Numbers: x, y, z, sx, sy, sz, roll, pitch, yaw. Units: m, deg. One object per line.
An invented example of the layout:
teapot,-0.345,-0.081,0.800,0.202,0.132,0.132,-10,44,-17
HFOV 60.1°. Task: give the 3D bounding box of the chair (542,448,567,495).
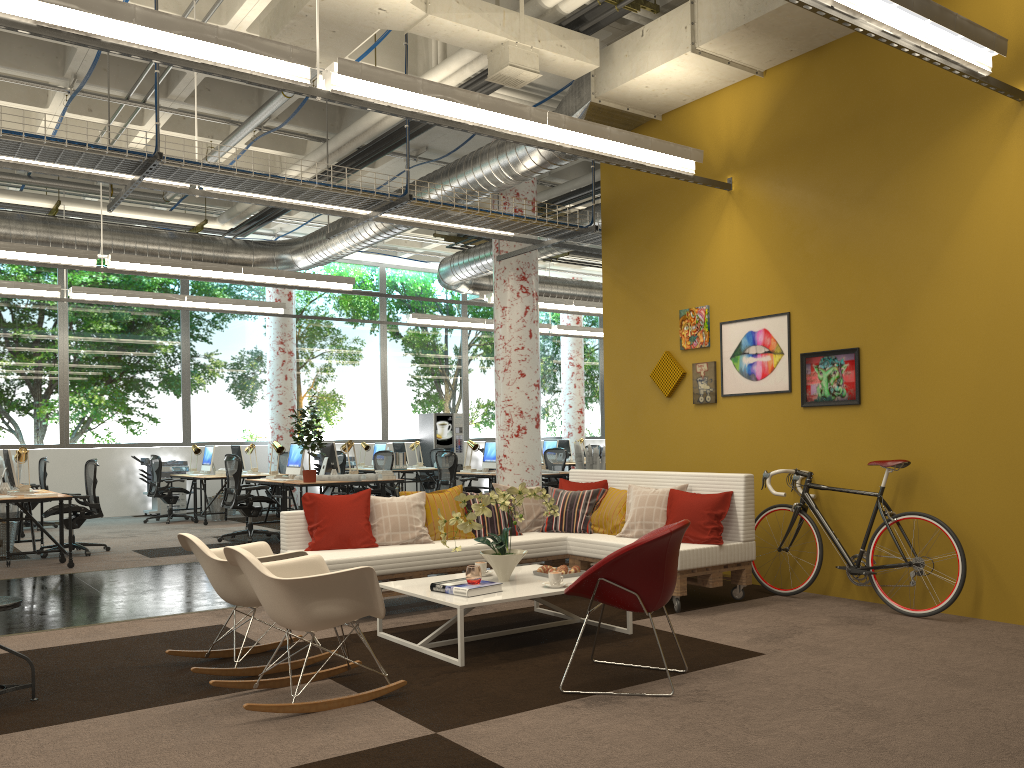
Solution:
chair,0.565,1.568,14.215,0.771,1.085,0.792,-2,-2,38

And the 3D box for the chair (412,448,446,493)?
chair,-1.593,1.795,17.227,0.771,1.085,0.792,-2,-2,38

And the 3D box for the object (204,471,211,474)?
object,-5.112,1.414,14.862,0.101,0.209,0.101,-1,-1,9

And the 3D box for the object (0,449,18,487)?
object,-5.569,0.960,9.777,0.189,0.485,0.484,0,-2,-36

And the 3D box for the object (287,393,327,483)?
object,-2.463,0.647,10.650,0.439,1.077,0.514,0,-2,-45

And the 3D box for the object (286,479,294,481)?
object,-2.785,1.203,11.101,0.106,0.029,0.059,1,-4,-35

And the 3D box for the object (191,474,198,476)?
object,-5.159,1.483,14.443,0.118,0.017,0.439,2,-4,-35

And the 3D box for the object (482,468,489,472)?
object,-0.411,1.260,13.666,0.101,0.209,0.101,-1,-1,9

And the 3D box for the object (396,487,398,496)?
object,-2.121,2.072,16.159,0.119,0.403,0.235,0,-1,-35

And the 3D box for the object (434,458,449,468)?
object,-1.284,1.383,16.110,0.150,0.302,0.281,0,-2,-36

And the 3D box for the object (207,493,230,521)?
object,-4.731,1.984,14.303,0.353,0.434,0.359,1,-2,-39

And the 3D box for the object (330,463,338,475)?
object,-2.350,1.145,11.691,0.101,0.209,0.101,-1,-1,9

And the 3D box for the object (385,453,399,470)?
object,-2.107,1.360,15.523,0.150,0.302,0.281,0,-2,-36

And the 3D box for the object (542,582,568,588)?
object,0.259,1.211,5.331,0.160,0.020,0.160,-2,-4,18

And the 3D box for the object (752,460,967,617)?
object,2.363,1.057,6.320,0.401,1.039,1.738,0,-3,-30

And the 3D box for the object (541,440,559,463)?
object,0.820,1.420,18.684,0.189,0.485,0.484,0,-2,-36

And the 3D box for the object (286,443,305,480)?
object,-2.778,1.001,11.482,0.189,0.485,0.484,0,-2,-36

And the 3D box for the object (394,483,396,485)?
object,-2.500,2.191,17.678,0.353,0.398,0.354,0,-2,-16

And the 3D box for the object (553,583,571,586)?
object,0.302,1.199,5.289,0.132,0.011,0.028,0,-3,-18

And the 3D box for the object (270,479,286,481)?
object,-2.970,1.230,11.372,0.118,0.017,0.439,2,-4,-35

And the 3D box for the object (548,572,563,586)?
object,0.262,1.173,5.332,0.086,0.085,0.079,-1,-2,-7

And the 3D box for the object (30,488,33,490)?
object,-5.554,1.211,10.154,0.106,0.029,0.059,1,-4,-35

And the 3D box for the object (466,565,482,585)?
object,-0.225,1.122,5.197,0.094,0.106,0.094,-1,-2,15

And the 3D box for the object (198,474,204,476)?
object,-4.975,1.456,14.172,0.106,0.029,0.059,1,-4,-35

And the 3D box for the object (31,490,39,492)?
object,-5.369,1.197,9.883,0.118,0.017,0.439,2,-4,-35

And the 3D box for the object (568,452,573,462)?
object,1.248,1.565,18.892,0.101,0.209,0.101,-1,-1,9

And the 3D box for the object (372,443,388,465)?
object,-2.589,1.707,16.607,0.191,1.208,1.079,0,-2,-35

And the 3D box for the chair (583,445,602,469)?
chair,1.652,1.888,19.542,0.771,1.085,0.792,-2,-2,38

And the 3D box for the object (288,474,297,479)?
object,-2.676,1.501,11.504,0.104,0.932,0.849,0,-2,-40

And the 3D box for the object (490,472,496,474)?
object,-0.274,1.302,12.975,0.106,0.029,0.059,1,-4,-35

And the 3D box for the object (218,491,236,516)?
object,-4.900,2.051,15.309,0.353,0.434,0.359,1,-2,-39

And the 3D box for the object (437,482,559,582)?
object,-0.073,0.936,5.598,0.788,0.615,0.418,0,-2,-23

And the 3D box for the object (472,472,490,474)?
object,-0.458,1.329,13.246,0.118,0.017,0.439,2,-4,-35

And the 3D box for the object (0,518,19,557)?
object,-5.780,1.729,10.013,0.353,0.434,0.359,1,-2,-39

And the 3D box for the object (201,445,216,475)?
object,-4.967,1.254,14.553,0.189,0.485,0.484,0,-2,-36

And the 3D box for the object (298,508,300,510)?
object,-2.542,1.731,11.232,0.353,0.434,0.359,1,-2,-39

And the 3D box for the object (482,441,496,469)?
object,-0.266,1.100,13.357,0.189,0.485,0.484,0,-2,-36

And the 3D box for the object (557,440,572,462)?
object,1.099,1.449,19.204,0.189,0.485,0.484,0,-2,-36

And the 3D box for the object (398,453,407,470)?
object,-1.987,1.363,15.609,0.150,0.302,0.281,0,-2,-36

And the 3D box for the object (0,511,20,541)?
object,-6.645,1.874,11.607,0.353,0.398,0.353,-1,-2,9

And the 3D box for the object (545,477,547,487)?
object,0.821,2.229,19.397,0.119,0.403,0.235,0,-1,-35

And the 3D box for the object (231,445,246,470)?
object,-4.689,1.282,15.073,0.189,0.485,0.484,0,-2,-36

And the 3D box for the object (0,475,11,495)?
object,-5.419,1.076,9.466,0.101,0.209,0.101,-1,-1,9

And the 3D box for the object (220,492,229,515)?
object,-4.967,2.063,15.267,0.119,0.403,0.235,0,-1,-35

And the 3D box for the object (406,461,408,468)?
object,-1.996,1.471,16.577,0.101,0.209,0.101,-1,-1,9

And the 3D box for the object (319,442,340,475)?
object,-2.500,1.029,12.003,0.189,0.485,0.484,0,-2,-36

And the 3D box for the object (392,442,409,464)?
object,-2.146,1.355,16.888,0.189,0.485,0.484,0,-2,-36
